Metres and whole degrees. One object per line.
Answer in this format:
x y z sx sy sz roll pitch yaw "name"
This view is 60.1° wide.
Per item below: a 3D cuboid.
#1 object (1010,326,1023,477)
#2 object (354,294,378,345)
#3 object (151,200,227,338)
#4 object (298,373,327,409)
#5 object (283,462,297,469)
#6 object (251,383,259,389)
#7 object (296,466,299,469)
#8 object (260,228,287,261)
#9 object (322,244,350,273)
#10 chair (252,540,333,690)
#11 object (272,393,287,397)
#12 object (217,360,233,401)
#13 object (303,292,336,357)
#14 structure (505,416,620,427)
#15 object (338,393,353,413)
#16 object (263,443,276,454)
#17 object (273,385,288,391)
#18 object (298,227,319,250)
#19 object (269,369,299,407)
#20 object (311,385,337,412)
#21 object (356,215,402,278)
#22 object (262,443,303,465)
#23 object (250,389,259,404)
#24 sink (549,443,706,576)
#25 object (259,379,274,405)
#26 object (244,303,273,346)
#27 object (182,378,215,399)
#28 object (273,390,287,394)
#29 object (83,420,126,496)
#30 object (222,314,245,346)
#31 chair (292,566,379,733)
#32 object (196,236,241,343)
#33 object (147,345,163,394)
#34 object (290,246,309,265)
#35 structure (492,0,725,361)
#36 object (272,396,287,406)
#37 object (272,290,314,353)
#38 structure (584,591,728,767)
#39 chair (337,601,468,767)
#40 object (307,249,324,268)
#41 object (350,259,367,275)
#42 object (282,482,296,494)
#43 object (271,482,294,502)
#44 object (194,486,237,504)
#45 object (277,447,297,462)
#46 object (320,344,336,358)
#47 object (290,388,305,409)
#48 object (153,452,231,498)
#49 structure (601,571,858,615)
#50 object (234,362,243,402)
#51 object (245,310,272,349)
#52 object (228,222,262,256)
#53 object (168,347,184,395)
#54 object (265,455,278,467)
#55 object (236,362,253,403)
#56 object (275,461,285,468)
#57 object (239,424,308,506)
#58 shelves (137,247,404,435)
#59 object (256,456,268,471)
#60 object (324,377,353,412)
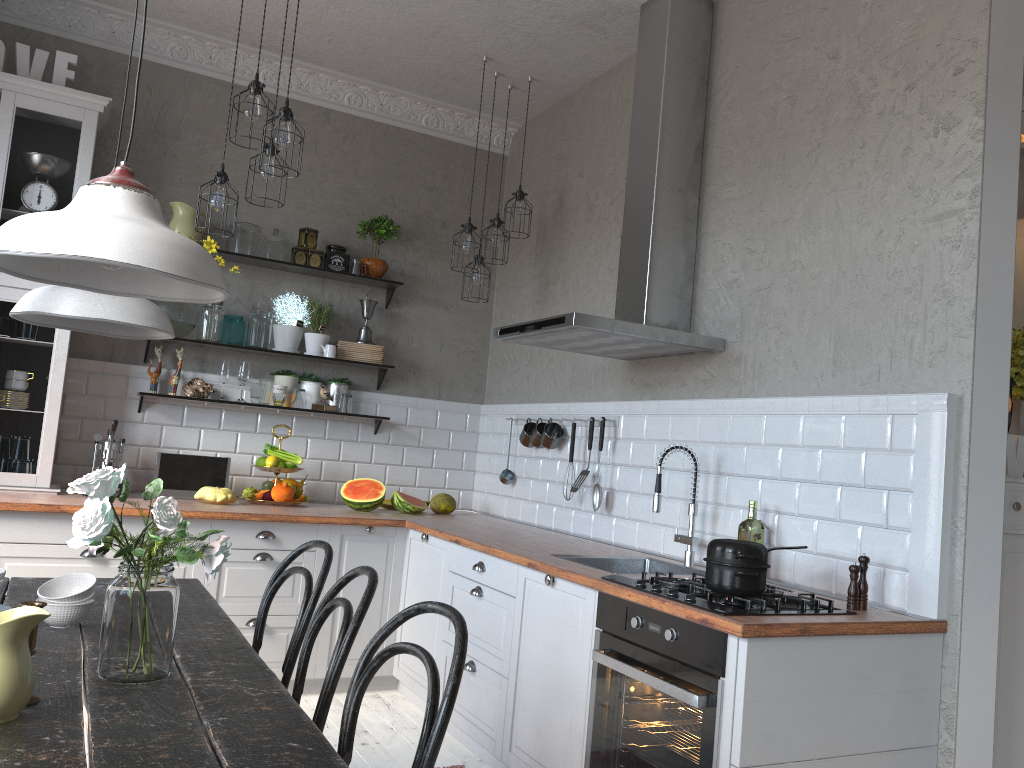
1.876 0.065 3.123 0.296 0.553 0.342 5 -5 7 "object"
-0.845 -0.368 5.150 0.133 0.288 0.128 9 -6 -42 "object"
-1.736 -0.577 4.603 0.331 0.675 0.340 2 -5 31 "object"
-1.146 0.042 5.021 0.173 0.214 0.147 5 -5 2 "object"
-1.188 0.441 4.697 0.098 0.062 0.077 2 -6 36 "object"
-1.401 0.038 4.867 0.078 0.083 0.077 6 -5 -9 "object"
-1.165 0.444 4.743 0.053 0.050 0.048 7 -5 -18 "object"
-1.337 -0.766 4.984 0.138 0.220 0.142 3 -5 22 "object"
-1.019 -0.708 5.090 0.144 0.174 0.139 8 -5 -27 "object"
-0.832 0.899 2.488 0.559 0.921 0.429 8 -5 -30 "chair"
-1.263 0.077 4.807 0.079 0.051 0.075 8 -6 -34 "object"
-1.551 -0.016 4.773 0.083 0.217 0.080 9 -6 -41 "object"
-1.092 -0.339 4.991 0.167 0.380 0.187 3 -5 24 "object"
0.228 0.188 4.602 0.096 0.053 1.066 7 -5 -26 "structure"
-0.939 0.110 5.011 0.079 0.108 0.076 8 -6 -34 "object"
-1.270 0.342 4.656 0.050 0.058 0.074 1 -6 40 "object"
-1.259 0.035 4.811 0.079 0.051 0.075 9 -6 -41 "object"
-1.143 -0.811 4.962 0.081 0.113 0.084 1 -6 43 "object"
-1.281 0.020 4.940 0.152 0.217 0.160 1 -6 42 "object"
-1.043 0.082 4.977 0.099 0.147 0.120 2 -5 31 "object"
-0.779 -0.793 5.169 0.261 0.397 0.240 5 -5 -3 "object"
-1.210 0.370 4.682 0.214 0.101 0.066 7 -5 -21 "object"
-1.404 0.071 4.865 0.078 0.083 0.077 6 -5 -9 "object"
0.488 0.570 3.324 0.537 0.720 0.477 8 -5 -27 "sink"
-1.341 0.045 4.815 0.077 0.139 0.080 2 -6 35 "object"
-1.412 -0.312 4.945 0.133 0.264 0.129 7 -5 -22 "object"
-1.660 0.021 4.669 0.094 0.111 0.180 1 -6 40 "object"
-1.262 0.060 4.809 0.078 0.051 0.076 6 -5 -8 "object"
-1.939 0.356 4.267 0.209 0.370 0.347 8 -5 -27 "object"
-1.521 -0.286 4.818 0.128 0.172 0.124 7 -5 -24 "object"
-0.635 0.882 2.055 0.557 0.921 0.431 7 -5 -20 "chair"
-1.567 -0.491 4.641 0.195 0.540 0.275 9 -6 -35 "object"
-1.857 -0.077 4.612 0.060 0.264 0.054 2 -6 34 "object"
-1.189 -0.703 4.948 0.084 0.113 0.081 8 -5 -27 "object"
0.459 -0.953 3.805 0.725 1.596 0.699 8 -5 -27 "structure"
-1.265 0.095 4.806 0.079 0.051 0.075 8 -6 -34 "object"
-1.235 -0.341 4.973 0.247 0.354 0.232 6 -5 -9 "object"
0.630 0.989 2.661 0.629 0.623 0.611 7 -5 -27 "structure"
-0.395 0.866 1.588 0.559 0.921 0.429 8 -5 -30 "chair"
-1.109 -0.693 4.986 0.084 0.113 0.082 7 -5 -17 "object"
-0.879 -0.659 5.053 0.095 0.096 0.073 7 -5 -27 "object"
-1.183 0.556 4.664 0.089 0.078 0.087 5 -5 -1 "object"
-1.187 0.560 4.578 0.109 0.111 0.115 2 -5 30 "object"
-1.466 0.550 4.383 0.200 0.083 0.186 7 -5 -27 "object"
-1.216 0.386 4.754 0.182 0.096 0.087 6 -5 -8 "object"
-1.018 -0.181 4.954 0.106 0.071 0.063 5 -5 2 "object"
-1.183 0.081 4.911 0.079 0.108 0.076 8 -6 -34 "object"
-1.636 0.475 4.521 0.358 0.226 0.086 7 -5 -28 "object"
0.638 0.625 2.683 0.505 0.031 0.595 7 -5 -27 "structure"
-1.471 -0.006 4.811 0.083 0.217 0.080 9 -6 -41 "object"
-1.369 -0.290 4.800 0.125 0.206 0.124 6 -5 -5 "object"
-1.457 -0.773 4.815 0.170 0.184 0.173 4 -5 12 "object"
-1.756 -0.065 4.648 0.053 0.264 0.062 4 -5 9 "object"
-1.251 0.404 4.610 0.059 0.069 0.078 6 -5 -7 "object"
-1.430 -0.009 4.733 0.083 0.217 0.080 9 -6 -41 "object"
-1.223 0.432 4.641 0.064 0.061 0.065 7 -5 -27 "object"
-1.240 0.425 4.693 0.359 0.426 0.344 9 -6 -42 "object"
-1.308 -0.203 4.896 1.340 0.923 0.224 7 -5 -28 "shelves"
-1.299 0.421 4.668 0.098 0.078 0.099 9 -6 -40 "object"
-1.002 0.063 5.106 0.161 0.213 0.150 8 -5 -29 "object"
